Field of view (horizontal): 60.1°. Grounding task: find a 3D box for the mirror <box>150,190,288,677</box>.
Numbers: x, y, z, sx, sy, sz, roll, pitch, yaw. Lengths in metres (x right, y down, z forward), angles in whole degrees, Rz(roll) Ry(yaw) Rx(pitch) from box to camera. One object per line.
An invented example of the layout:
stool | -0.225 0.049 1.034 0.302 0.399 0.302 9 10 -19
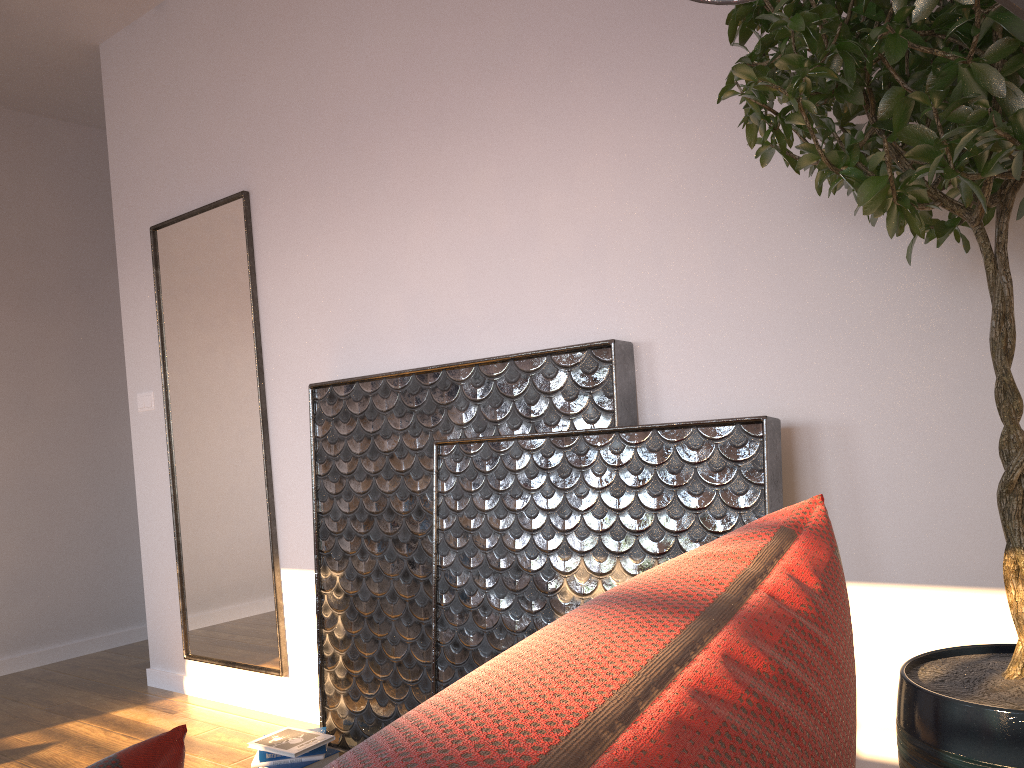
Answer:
mirror | -1.193 0.221 3.594 0.685 1.855 0.065 -5 0 39

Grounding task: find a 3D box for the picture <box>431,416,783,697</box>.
picture | 0.192 0.630 2.270 1.028 1.027 0.209 -6 -1 39

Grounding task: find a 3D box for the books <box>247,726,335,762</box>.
books | -0.703 1.162 2.872 0.271 0.050 0.257 -7 -3 35

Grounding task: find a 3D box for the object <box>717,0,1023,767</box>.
object | 0.828 0.034 1.551 0.803 2.019 0.811 -5 0 42

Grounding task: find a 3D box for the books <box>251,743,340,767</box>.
books | -0.688 1.209 2.841 0.270 0.050 0.258 -4 -3 -6

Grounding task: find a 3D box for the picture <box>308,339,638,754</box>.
picture | -0.165 0.565 2.695 1.252 1.252 0.171 -6 -1 39

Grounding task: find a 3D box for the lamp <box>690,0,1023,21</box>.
lamp | 0.478 -0.012 0.849 0.788 1.127 0.279 -4 0 -11
